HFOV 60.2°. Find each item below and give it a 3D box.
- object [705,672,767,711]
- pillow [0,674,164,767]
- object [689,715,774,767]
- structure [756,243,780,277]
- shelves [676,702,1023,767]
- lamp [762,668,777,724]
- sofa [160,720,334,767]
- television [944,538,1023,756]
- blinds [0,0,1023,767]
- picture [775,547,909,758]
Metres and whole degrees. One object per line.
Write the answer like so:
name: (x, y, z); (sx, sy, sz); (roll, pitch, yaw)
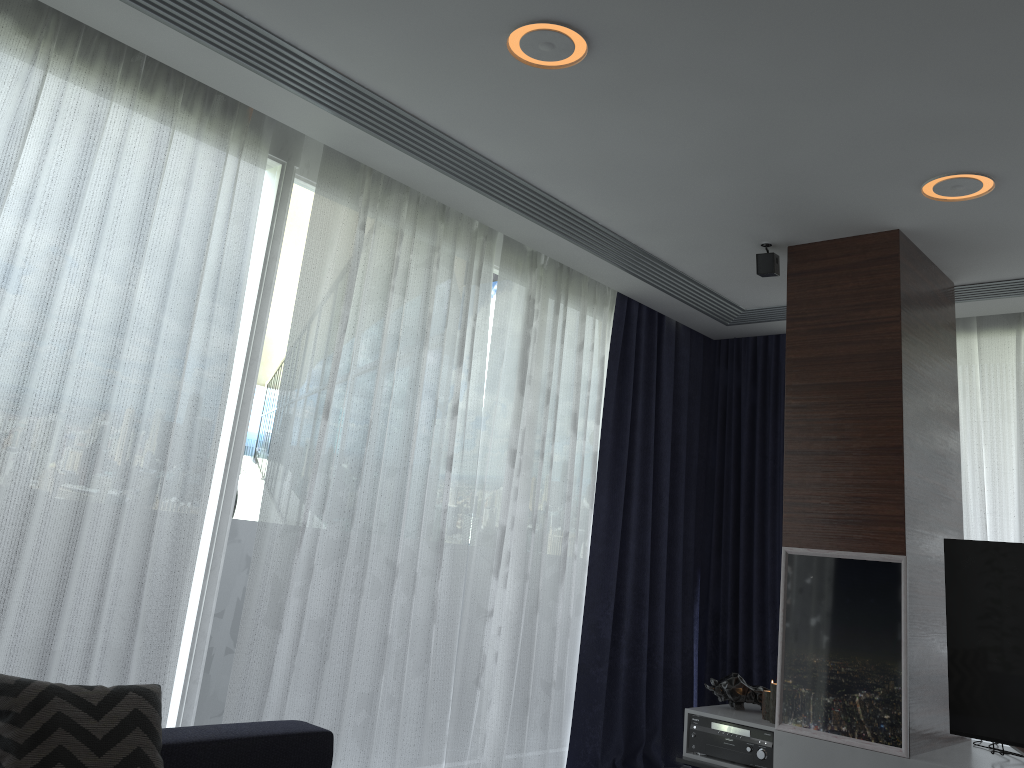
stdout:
object: (1.021, 1.376, 3.958); (0.311, 0.153, 0.134); (6, -14, 0)
pillow: (-0.984, 0.870, 2.031); (0.409, 0.352, 0.284); (18, -18, -41)
object: (1.005, 1.515, 3.756); (0.368, 0.153, 0.363); (-4, -16, 41)
structure: (1.186, -0.566, 4.094); (0.084, 0.145, 0.112); (-3, -17, 31)
shelves: (1.849, 1.661, 3.232); (2.338, 0.510, 0.859); (-4, -16, 41)
lamp: (1.104, 1.304, 3.708); (0.077, 0.216, 0.150); (6, -14, 0)
sofa: (-0.038, 1.021, 1.287); (2.859, 0.622, 1.869); (-4, -15, 41)
television: (2.128, 0.964, 2.965); (1.224, 0.804, 0.293); (-5, -18, 40)
blinds: (1.023, 0.042, 1.477); (5.763, 2.835, 7.032); (-6, -17, 45)
picture: (1.276, 1.009, 3.428); (0.497, 0.716, 0.052); (-6, -20, 40)
